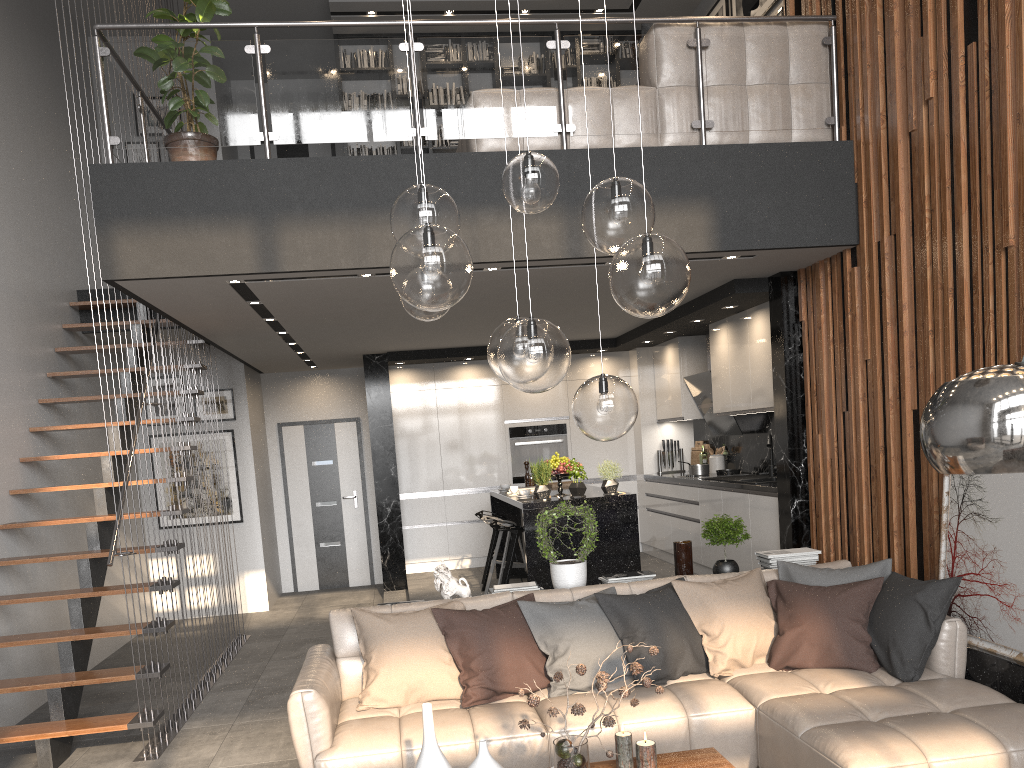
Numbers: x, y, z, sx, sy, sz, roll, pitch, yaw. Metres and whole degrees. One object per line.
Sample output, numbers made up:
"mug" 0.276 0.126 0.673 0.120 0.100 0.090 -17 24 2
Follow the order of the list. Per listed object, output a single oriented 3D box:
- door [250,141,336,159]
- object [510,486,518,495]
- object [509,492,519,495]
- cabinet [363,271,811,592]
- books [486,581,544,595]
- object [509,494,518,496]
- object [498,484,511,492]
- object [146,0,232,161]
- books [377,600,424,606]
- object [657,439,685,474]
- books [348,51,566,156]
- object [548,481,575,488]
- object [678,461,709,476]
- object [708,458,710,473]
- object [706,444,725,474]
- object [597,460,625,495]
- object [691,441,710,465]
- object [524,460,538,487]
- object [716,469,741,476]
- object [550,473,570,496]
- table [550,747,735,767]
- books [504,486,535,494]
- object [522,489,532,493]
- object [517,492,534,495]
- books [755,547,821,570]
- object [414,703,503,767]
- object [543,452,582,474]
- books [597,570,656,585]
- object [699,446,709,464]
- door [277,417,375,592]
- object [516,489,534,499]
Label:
"door" -2.493 -1.812 10.328 0.973 2.107 0.167 -5 5 -7
"object" 0.022 0.953 7.830 0.077 0.071 0.083 -4 0 42
"object" 0.022 0.972 7.785 0.130 0.027 0.027 -7 -1 41
"cabinet" 0.464 0.492 7.980 3.613 3.271 6.184 -4 -2 -8
"books" 0.026 1.224 5.103 0.347 0.101 0.193 -4 -2 -8
"object" 0.083 0.979 7.772 0.227 0.003 0.228 -4 -4 -8
"object" -0.062 1.004 8.460 0.154 0.071 0.156 -3 -3 -39
"object" -1.823 -1.902 4.983 0.775 1.486 0.521 -3 5 12
"books" -0.637 1.284 4.999 0.293 0.055 0.183 -4 -3 -3
"object" 1.759 0.800 9.714 0.321 0.377 0.066 -4 5 -7
"books" 0.049 -2.347 9.094 3.432 2.359 0.210 -4 5 -7
"object" 0.502 0.996 8.697 0.290 0.030 0.400 -4 -4 -8
"object" 1.824 0.837 8.713 0.199 0.155 0.348 -4 -2 -18
"object" 2.039 0.844 9.146 0.180 0.164 0.271 -4 -1 -8
"object" 2.083 0.754 8.895 0.175 0.308 0.156 -4 4 -5
"object" 0.782 0.735 6.951 0.221 0.287 0.209 -4 2 5
"object" 2.043 0.785 9.517 0.097 0.333 0.399 -5 0 -8
"object" 0.221 0.887 8.662 0.149 0.287 0.199 -6 3 -25
"object" 2.018 0.840 8.350 0.349 0.061 0.233 -2 -4 -29
"object" 0.397 0.831 7.252 0.364 0.190 0.368 -3 -2 -44
"table" 0.163 1.646 2.981 1.450 0.358 0.895 -4 -2 -8
"books" 0.097 0.989 8.188 0.322 0.038 0.172 -4 -3 -8
"object" 0.139 0.953 7.740 0.074 0.043 0.128 -4 -3 -16
"object" 0.131 0.969 7.743 0.192 0.012 0.190 -6 -4 25
"books" 1.660 1.081 5.263 0.332 0.152 0.199 -4 0 -7
"object" -0.197 1.301 3.054 0.317 0.402 0.316 -4 2 11
"object" 0.391 0.665 7.246 0.346 0.217 0.318 -4 -1 -11
"books" 0.672 1.176 5.184 0.324 0.100 0.204 -4 -2 -8
"object" 2.032 0.789 9.221 0.089 0.286 0.081 -5 5 -7
"door" -2.250 1.481 10.645 0.973 2.107 0.167 -5 5 -7
"object" 0.106 0.913 7.255 0.154 0.071 0.156 -3 -3 -39
